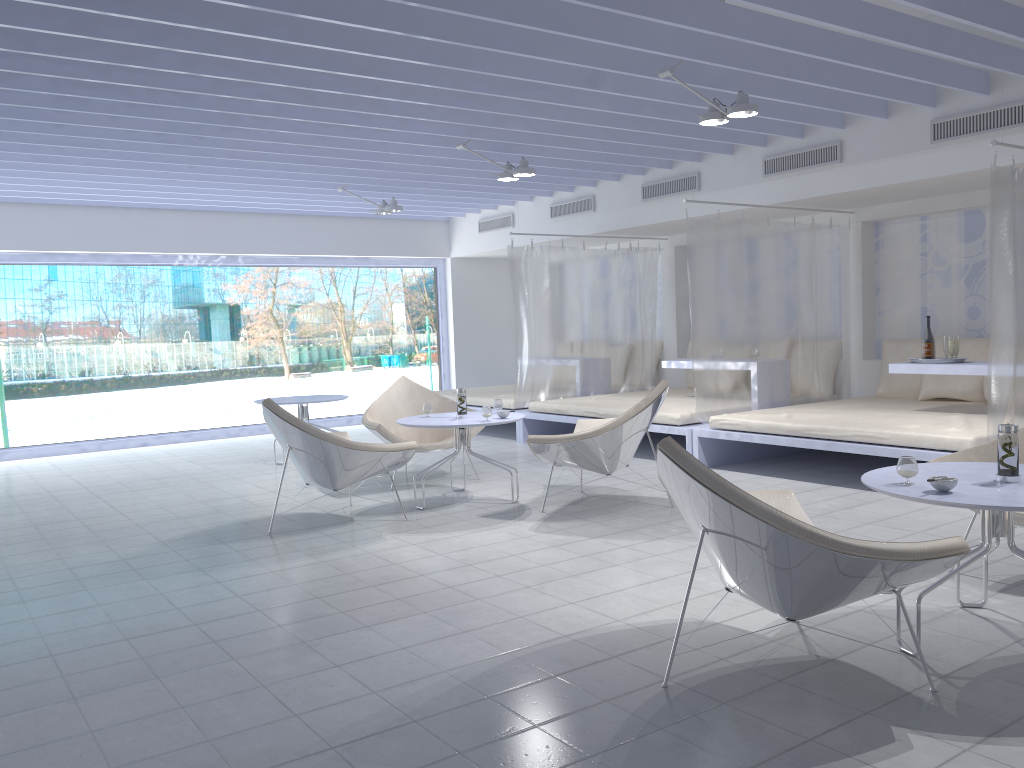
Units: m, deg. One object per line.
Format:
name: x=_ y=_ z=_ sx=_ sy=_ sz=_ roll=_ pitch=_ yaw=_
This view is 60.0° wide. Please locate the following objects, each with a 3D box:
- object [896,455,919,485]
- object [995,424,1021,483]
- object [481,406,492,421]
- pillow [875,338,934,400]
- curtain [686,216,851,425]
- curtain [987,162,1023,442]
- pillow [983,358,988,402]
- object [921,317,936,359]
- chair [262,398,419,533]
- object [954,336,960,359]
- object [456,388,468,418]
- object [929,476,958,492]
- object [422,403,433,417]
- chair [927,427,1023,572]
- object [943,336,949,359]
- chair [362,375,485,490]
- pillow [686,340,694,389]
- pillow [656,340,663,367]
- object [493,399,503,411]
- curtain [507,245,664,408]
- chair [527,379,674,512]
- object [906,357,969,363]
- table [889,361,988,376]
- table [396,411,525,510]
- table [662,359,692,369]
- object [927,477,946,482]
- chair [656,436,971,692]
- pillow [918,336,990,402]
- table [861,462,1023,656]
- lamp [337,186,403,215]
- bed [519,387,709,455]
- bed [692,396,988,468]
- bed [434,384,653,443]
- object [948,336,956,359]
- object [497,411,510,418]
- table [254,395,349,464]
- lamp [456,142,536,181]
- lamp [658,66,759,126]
object: x=1.310 y=0.285 z=2.938 sx=0.068 sy=0.091 sz=0.068 roll=1 pitch=5 yaw=45
object: x=1.634 y=0.227 z=2.921 sx=0.075 sy=0.185 sz=0.075 roll=-1 pitch=4 yaw=18
object: x=-0.153 y=0.181 z=5.419 sx=0.068 sy=0.091 sz=0.068 roll=-3 pitch=4 yaw=-6
pillow: x=3.219 y=-0.115 z=7.224 sx=0.230 sy=0.521 sz=0.524 roll=-5 pitch=4 yaw=-33
curtain: x=2.112 y=-0.519 z=7.072 sx=1.998 sy=1.559 sz=0.125 roll=-5 pitch=5 yaw=-36
curtain: x=3.338 y=-0.469 z=5.247 sx=2.050 sy=1.552 sz=0.151 roll=-5 pitch=4 yaw=-35
pillow: x=3.690 y=-0.080 z=6.412 sx=0.307 sy=0.482 sz=0.528 roll=-5 pitch=5 yaw=-39
object: x=2.859 y=-0.314 z=6.091 sx=0.092 sy=0.302 sz=0.092 roll=-1 pitch=4 yaw=22
chair: x=-1.095 y=0.431 z=5.193 sx=0.753 sy=0.759 sz=0.906 roll=-5 pitch=5 yaw=-39
object: x=2.984 y=-0.237 z=5.961 sx=0.059 sy=0.174 sz=0.059 roll=-1 pitch=4 yaw=23
object: x=-0.323 y=0.120 z=5.696 sx=0.075 sy=0.189 sz=0.075 roll=-6 pitch=5 yaw=-43
object: x=1.358 y=0.317 z=2.791 sx=0.082 sy=0.043 sz=0.082 roll=-5 pitch=4 yaw=-33
object: x=-0.554 y=0.170 z=5.826 sx=0.068 sy=0.091 sz=0.068 roll=-3 pitch=4 yaw=-12
chair: x=2.293 y=0.404 z=3.613 sx=0.753 sy=0.759 sz=0.906 roll=-4 pitch=4 yaw=-31
object: x=2.947 y=-0.239 z=6.014 sx=0.059 sy=0.174 sz=0.059 roll=-1 pitch=4 yaw=23
chair: x=-0.697 y=0.324 z=6.617 sx=0.906 sy=0.759 sz=0.753 roll=-4 pitch=4 yaw=-24
pillow: x=1.975 y=-0.196 z=9.018 sx=0.231 sy=0.510 sz=0.572 roll=-5 pitch=5 yaw=-36
pillow: x=1.428 y=-0.226 z=9.799 sx=0.231 sy=0.510 sz=0.572 roll=-5 pitch=4 yaw=-34
object: x=-0.092 y=0.148 z=5.890 sx=0.068 sy=0.091 sz=0.068 roll=-6 pitch=5 yaw=-42
curtain: x=0.806 y=-0.606 z=8.864 sx=2.050 sy=1.552 sz=0.151 roll=-5 pitch=4 yaw=-35
chair: x=0.606 y=0.354 z=5.391 sx=0.753 sy=0.759 sz=0.906 roll=0 pitch=4 yaw=25
object: x=2.894 y=-0.162 z=6.036 sx=0.275 sy=0.031 sz=0.429 roll=-5 pitch=4 yaw=-33
table: x=3.074 y=0.088 z=5.798 sx=0.416 sy=0.450 sz=1.065 roll=-5 pitch=4 yaw=-35
table: x=-0.317 y=0.483 z=5.685 sx=0.825 sy=0.534 sz=0.823 roll=-6 pitch=5 yaw=-44
table: x=1.815 y=0.020 z=7.596 sx=0.416 sy=0.450 sz=1.065 roll=-5 pitch=4 yaw=-35
object: x=1.328 y=0.299 z=2.776 sx=0.098 sy=0.016 sz=0.012 roll=-5 pitch=5 yaw=-35
chair: x=0.796 y=0.516 z=2.771 sx=0.753 sy=0.759 sz=0.906 roll=-3 pitch=4 yaw=-17
pillow: x=3.444 y=-0.123 z=6.856 sx=0.537 sy=0.527 sz=0.233 roll=0 pitch=5 yaw=35
table: x=1.603 y=0.588 z=2.940 sx=0.823 sy=0.534 sz=0.825 roll=0 pitch=4 yaw=32
lamp: x=-1.352 y=-1.735 z=8.358 sx=0.587 sy=0.218 sz=0.380 roll=-5 pitch=4 yaw=-35
bed: x=1.517 y=0.315 z=8.042 sx=2.016 sy=0.427 sz=2.200 roll=-5 pitch=4 yaw=-35
bed: x=2.795 y=0.385 z=6.245 sx=2.022 sy=0.422 sz=2.200 roll=-5 pitch=4 yaw=-35
bed: x=0.263 y=0.248 z=9.860 sx=2.022 sy=0.422 sz=2.200 roll=-5 pitch=4 yaw=-35
object: x=2.935 y=-0.233 z=5.919 sx=0.059 sy=0.174 sz=0.059 roll=-1 pitch=4 yaw=23
object: x=-0.054 y=0.193 z=5.541 sx=0.082 sy=0.043 sz=0.082 roll=-1 pitch=4 yaw=23
table: x=-1.864 y=0.397 z=7.926 sx=0.825 sy=0.534 sz=0.823 roll=-1 pitch=4 yaw=12
lamp: x=-0.143 y=-1.670 z=6.630 sx=0.587 sy=0.218 sz=0.380 roll=-5 pitch=4 yaw=-35
lamp: x=1.055 y=-1.605 z=4.919 sx=0.587 sy=0.218 sz=0.380 roll=-5 pitch=4 yaw=-35
